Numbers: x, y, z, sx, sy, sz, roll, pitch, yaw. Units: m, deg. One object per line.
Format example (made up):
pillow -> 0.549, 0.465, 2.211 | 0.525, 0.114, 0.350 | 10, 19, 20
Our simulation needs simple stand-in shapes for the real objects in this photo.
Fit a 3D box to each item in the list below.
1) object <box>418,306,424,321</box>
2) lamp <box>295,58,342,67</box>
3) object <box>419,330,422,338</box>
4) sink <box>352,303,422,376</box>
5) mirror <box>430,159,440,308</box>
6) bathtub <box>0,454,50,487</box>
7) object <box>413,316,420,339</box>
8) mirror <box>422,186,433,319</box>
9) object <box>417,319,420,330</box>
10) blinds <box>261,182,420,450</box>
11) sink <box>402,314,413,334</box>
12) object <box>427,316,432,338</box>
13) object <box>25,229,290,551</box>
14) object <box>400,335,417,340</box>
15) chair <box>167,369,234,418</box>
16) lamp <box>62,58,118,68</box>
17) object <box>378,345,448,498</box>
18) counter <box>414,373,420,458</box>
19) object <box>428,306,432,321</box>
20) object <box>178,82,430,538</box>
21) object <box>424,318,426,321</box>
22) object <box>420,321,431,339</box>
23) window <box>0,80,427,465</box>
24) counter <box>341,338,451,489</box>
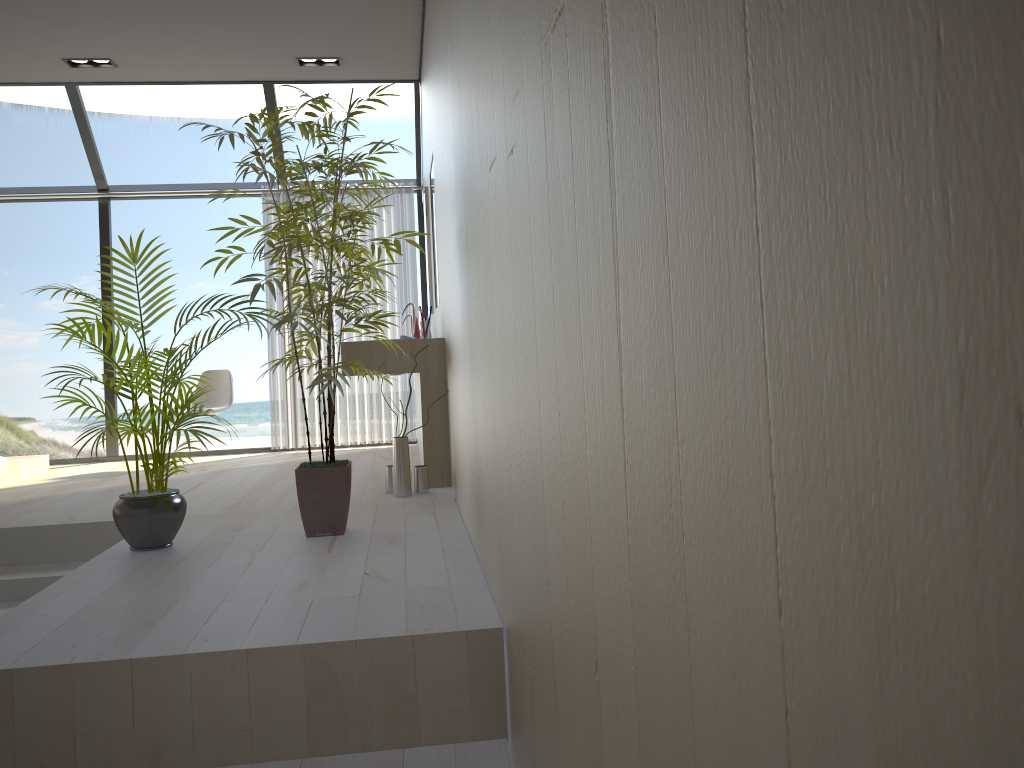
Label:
object -> -0.480, -0.327, 4.708 | 0.012, 0.178, 0.050 | -4, -2, 32
lamp -> -1.331, -2.268, 6.096 | 0.301, 0.112, 0.164 | -3, 0, -7
object -> -0.609, -0.312, 5.929 | 0.058, 0.100, 0.058 | -3, -1, 0
sink -> -0.723, -0.257, 5.132 | 0.504, 0.420, 0.573 | -3, 0, -4
mirror -> -0.450, -0.896, 5.310 | 0.023, 0.870, 0.652 | -2, -1, -7
bathtub -> -4.089, 0.635, 5.360 | 1.821, 0.699, 1.646 | -3, 1, -7
object -> -0.521, -0.303, 4.815 | 0.039, 0.135, 0.039 | -4, -2, 34
mirror -> -0.604, -0.917, 6.335 | 0.023, 0.870, 0.652 | -2, -1, -7
object -> -0.627, -0.353, 5.905 | 0.012, 0.178, 0.050 | -4, -2, 32
blinds -> -1.333, -0.554, 7.010 | 1.183, 2.074, 0.084 | -3, -2, -7
sink -> -0.870, -0.283, 6.328 | 0.504, 0.420, 0.573 | -3, 0, -4
object -> -0.466, -0.309, 4.915 | 0.039, 0.135, 0.039 | -4, -2, 34
object -> -1.425, 0.035, 3.346 | 0.915, 1.159, 0.751 | -3, -1, 27
object -> -0.554, -0.250, 4.741 | 0.104, 0.029, 0.032 | -2, 1, 33
chair -> -2.292, 0.072, 6.516 | 0.368, 0.348, 0.454 | -3, 0, 21
lamp -> -2.819, -2.193, 5.911 | 0.301, 0.112, 0.164 | -3, 0, -7
object -> -0.456, 0.181, 4.440 | 0.407, 0.750, 0.273 | -2, -1, -19
counter -> -0.808, 0.128, 6.355 | 0.550, 0.792, 1.204 | -3, 1, -7
object -> -0.449, -0.328, 4.728 | 0.054, 0.175, 0.012 | -3, -2, 18
object -> -0.702, -0.290, 3.488 | 0.786, 1.759, 0.935 | -3, -1, 18
object -> -0.596, -0.354, 5.925 | 0.054, 0.175, 0.012 | -3, -2, 18
object -> -0.462, -0.286, 4.732 | 0.058, 0.100, 0.058 | -3, -1, 3
window -> -2.930, -0.812, 6.630 | 4.561, 2.819, 0.743 | -3, -2, -7
counter -> -0.661, 0.154, 5.158 | 0.550, 0.792, 1.204 | -3, 1, -7
